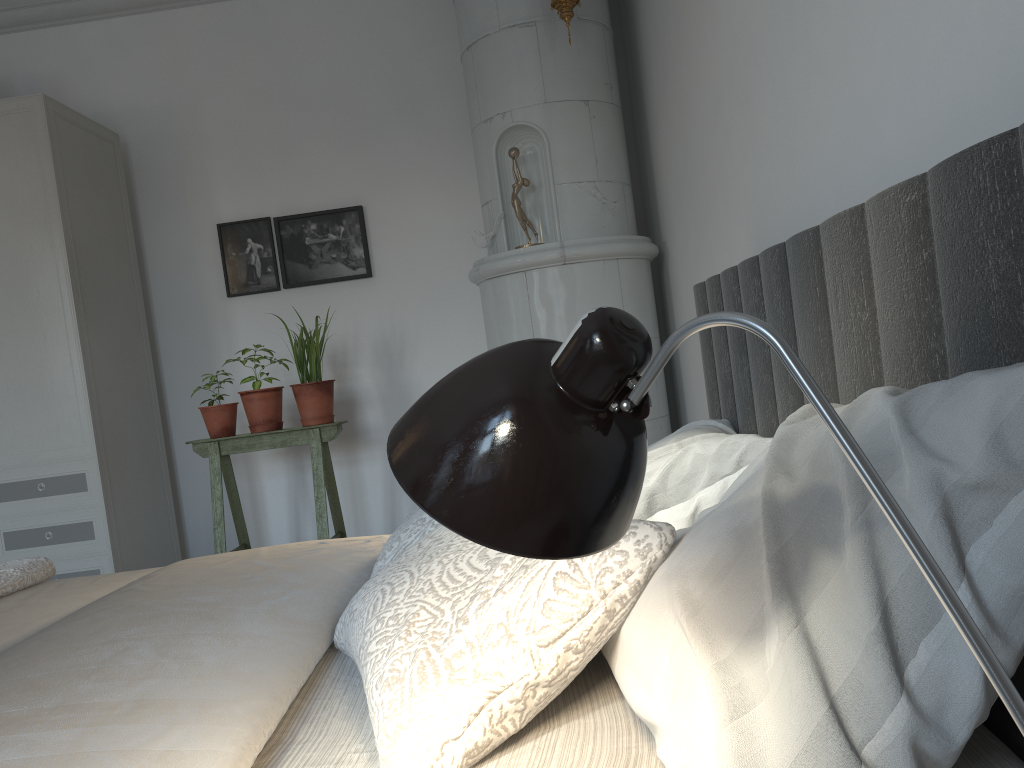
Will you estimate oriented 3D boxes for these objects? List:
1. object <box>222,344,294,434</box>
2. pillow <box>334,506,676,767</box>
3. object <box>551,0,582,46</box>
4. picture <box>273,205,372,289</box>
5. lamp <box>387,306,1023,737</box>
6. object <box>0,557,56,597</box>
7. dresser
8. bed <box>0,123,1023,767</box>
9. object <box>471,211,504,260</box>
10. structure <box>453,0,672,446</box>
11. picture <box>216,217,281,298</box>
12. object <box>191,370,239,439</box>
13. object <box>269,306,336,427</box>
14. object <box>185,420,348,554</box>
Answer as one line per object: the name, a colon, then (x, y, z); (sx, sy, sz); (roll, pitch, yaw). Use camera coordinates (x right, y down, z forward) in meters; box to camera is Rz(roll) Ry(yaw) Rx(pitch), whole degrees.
object: (-1.042, 0.014, 3.668); (0.258, 0.370, 0.234); (-7, 2, 14)
pillow: (-0.072, 0.258, 1.381); (0.415, 0.226, 1.146); (-8, 1, -5)
object: (0.179, -1.474, 3.195); (0.105, 0.506, 0.117); (-9, 2, -24)
picture: (-0.875, -0.632, 4.103); (0.415, 0.329, 0.037); (-7, 2, 2)
lamp: (0.265, 0.406, 0.276); (0.450, 0.937, 0.800); (-8, 2, -16)
object: (-1.322, 0.496, 1.471); (0.405, 0.104, 1.459); (-8, 1, 2)
dresser: (-2.349, 0.048, 3.748); (1.432, 2.164, 0.630); (-7, 2, 2)
bed: (-0.482, 0.423, 1.432); (2.176, 1.047, 1.887); (-8, 1, 2)
object: (-0.095, -0.580, 3.496); (0.059, 0.165, 0.196); (-9, 2, -43)
structure: (0.043, -0.506, 3.497); (1.246, 2.838, 0.801); (-9, 3, -43)
picture: (-1.223, -0.589, 4.121); (0.250, 0.342, 0.022); (-7, 2, 2)
object: (-1.236, 0.086, 3.696); (0.194, 0.278, 0.177); (-9, 2, -31)
object: (-0.844, -0.077, 3.652); (0.300, 0.499, 0.333); (-8, 2, -15)
object: (-0.970, 0.581, 3.715); (0.671, 0.775, 0.431); (-7, 2, 2)
